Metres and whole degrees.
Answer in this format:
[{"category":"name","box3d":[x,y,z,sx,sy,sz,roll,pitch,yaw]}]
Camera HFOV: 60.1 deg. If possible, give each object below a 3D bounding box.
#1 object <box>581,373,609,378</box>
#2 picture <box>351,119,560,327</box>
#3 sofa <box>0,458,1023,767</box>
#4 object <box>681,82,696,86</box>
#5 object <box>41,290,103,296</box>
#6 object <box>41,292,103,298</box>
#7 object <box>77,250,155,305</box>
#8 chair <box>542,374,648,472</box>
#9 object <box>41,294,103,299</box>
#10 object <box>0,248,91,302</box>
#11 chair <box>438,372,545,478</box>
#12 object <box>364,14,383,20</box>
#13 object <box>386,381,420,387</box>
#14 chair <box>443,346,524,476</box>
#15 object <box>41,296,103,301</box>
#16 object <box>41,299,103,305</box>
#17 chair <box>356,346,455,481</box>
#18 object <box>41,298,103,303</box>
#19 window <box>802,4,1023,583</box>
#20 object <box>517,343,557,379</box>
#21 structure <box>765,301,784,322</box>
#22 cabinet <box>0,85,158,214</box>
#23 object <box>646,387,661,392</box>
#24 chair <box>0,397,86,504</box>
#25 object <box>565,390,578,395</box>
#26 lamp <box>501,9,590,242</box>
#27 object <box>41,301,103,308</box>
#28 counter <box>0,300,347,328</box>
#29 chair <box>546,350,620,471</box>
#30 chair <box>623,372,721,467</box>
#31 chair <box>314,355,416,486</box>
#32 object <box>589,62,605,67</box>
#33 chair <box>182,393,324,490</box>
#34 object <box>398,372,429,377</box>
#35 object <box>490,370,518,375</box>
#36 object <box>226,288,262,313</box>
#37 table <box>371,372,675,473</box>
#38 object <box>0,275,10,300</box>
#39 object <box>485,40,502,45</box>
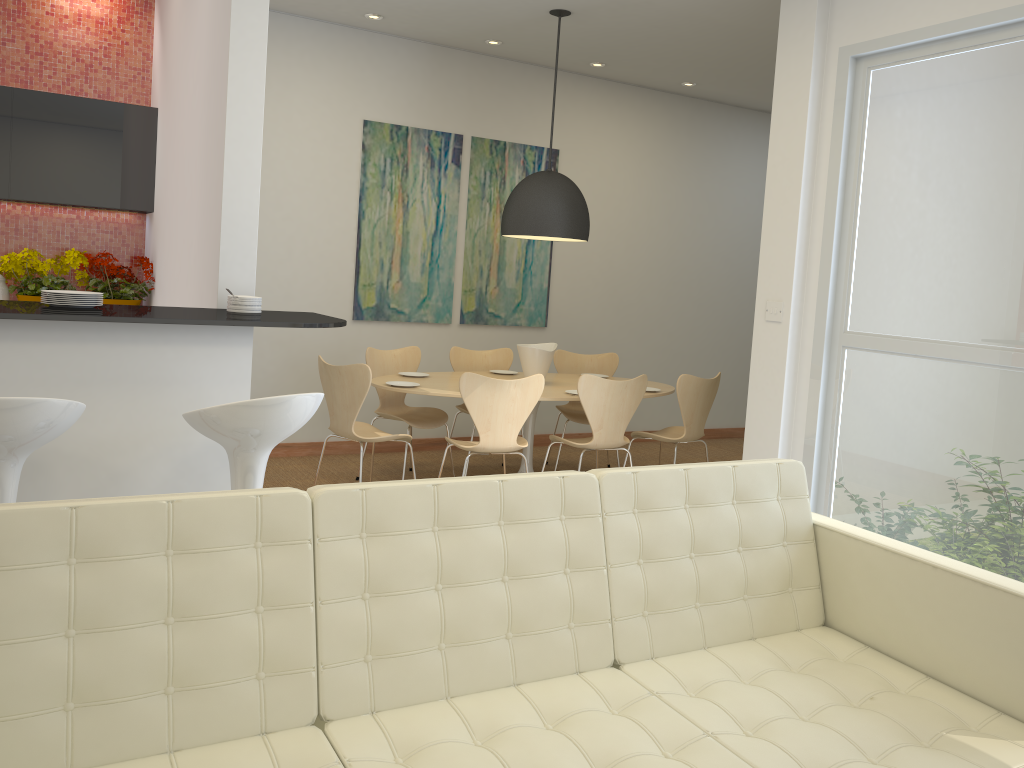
[{"category":"object","box3d":[0.624,-0.059,6.668,0.211,0.015,0.210,9,9,38]},{"category":"picture","box3d":[-0.409,-1.231,7.090,1.737,1.501,0.020,1,5,-30]},{"category":"sofa","box3d":[0.040,0.747,1.890,2.563,0.919,1.006,0,6,-29]},{"category":"object","box3d":[1.525,-2.588,7.646,0.129,0.010,0.130,6,7,15]},{"category":"object","box3d":[-1.651,-0.339,3.326,0.210,0.015,0.211,6,7,14]},{"category":"object","box3d":[-1.651,-0.332,3.326,0.210,0.015,0.211,6,7,14]},{"category":"object","box3d":[-2.483,-0.617,5.593,0.524,0.447,0.503,8,7,40]},{"category":"chair","box3d":[0.497,0.364,5.469,0.521,0.903,0.518,1,5,-30]},{"category":"object","box3d":[-1.651,-0.325,3.327,0.210,0.015,0.211,6,7,14]},{"category":"object","box3d":[-2.847,-0.616,5.383,0.522,0.447,0.505,1,6,-27]},{"category":"chair","box3d":[-0.140,0.361,5.140,0.521,0.903,0.518,2,5,-22]},{"category":"object","box3d":[-0.973,-2.585,6.234,0.129,0.010,0.130,6,7,15]},{"category":"object","box3d":[-0.670,0.004,5.426,0.210,0.015,0.211,3,7,-8]},{"category":"chair","box3d":[-0.180,0.202,6.431,0.521,0.903,0.518,2,5,-25]},{"category":"object","box3d":[-1.652,-0.318,3.327,0.210,0.015,0.211,6,7,14]},{"category":"object","box3d":[-1.653,-0.304,3.328,0.210,0.015,0.211,6,7,14]},{"category":"chair","box3d":[-0.711,0.216,6.025,0.517,0.903,0.521,7,6,39]},{"category":"object","box3d":[-1.652,-0.311,3.327,0.210,0.015,0.211,6,7,14]},{"category":"window","box3d":[2.465,-0.131,3.133,0.121,2.703,3.451,2,6,-30]},{"category":"object","box3d":[0.159,-0.140,5.988,0.271,0.279,0.262,4,5,6]},{"category":"structure","box3d":[1.395,-0.387,4.713,0.013,0.104,0.114,2,6,-30]},{"category":"cabinet","box3d":[-3.752,-1.445,4.987,3.241,0.657,0.353,0,6,-29]},{"category":"object","box3d":[0.907,0.038,6.021,0.211,0.015,0.211,7,8,25]},{"category":"chair","box3d":[-1.533,0.511,2.628,0.456,1.017,0.467,2,4,-19]},{"category":"object","box3d":[0.440,0.059,5.588,0.210,0.015,0.211,6,7,16]},{"category":"lamp","box3d":[0.269,-1.716,5.897,0.594,1.488,0.597,2,5,-28]},{"category":"object","box3d":[-1.653,-0.297,3.328,0.210,0.015,0.211,6,7,14]},{"category":"counter","box3d":[-2.016,-0.265,2.987,2.963,0.019,0.739,0,8,-29]},{"category":"chair","box3d":[0.562,0.218,6.711,0.521,0.903,0.518,3,4,-5]},{"category":"chair","box3d":[1.068,0.352,5.890,0.518,0.903,0.521,8,6,43]},{"category":"chair","box3d":[-0.868,0.302,5.228,0.523,0.903,0.516,8,6,44]},{"category":"object","box3d":[0.692,-2.587,7.175,0.129,0.010,0.130,6,7,15]},{"category":"chair","box3d":[-0.897,0.510,2.991,0.457,1.017,0.466,0,6,-43]},{"category":"object","box3d":[-0.662,-0.061,5.968,0.210,0.015,0.211,3,7,-8]},{"category":"object","box3d":[-0.061,-0.083,6.487,0.210,0.015,0.211,2,7,-12]},{"category":"object","box3d":[-1.139,-0.353,3.716,0.173,0.097,0.141,-1,7,-37]},{"category":"table","box3d":[0.109,0.358,6.027,2.261,0.726,1.287,0,7,-29]},{"category":"object","box3d":[-3.077,-0.530,5.263,0.160,0.282,0.160,6,5,22]},{"category":"object","box3d":[-0.141,-2.586,6.704,0.129,0.010,0.130,6,7,15]}]
